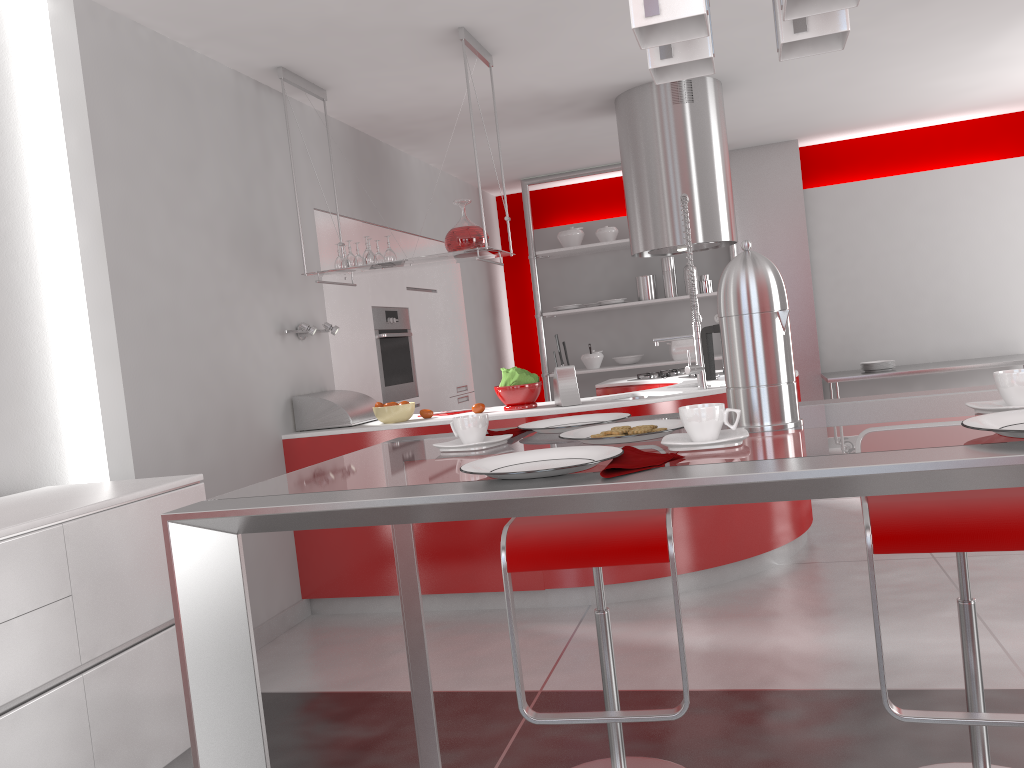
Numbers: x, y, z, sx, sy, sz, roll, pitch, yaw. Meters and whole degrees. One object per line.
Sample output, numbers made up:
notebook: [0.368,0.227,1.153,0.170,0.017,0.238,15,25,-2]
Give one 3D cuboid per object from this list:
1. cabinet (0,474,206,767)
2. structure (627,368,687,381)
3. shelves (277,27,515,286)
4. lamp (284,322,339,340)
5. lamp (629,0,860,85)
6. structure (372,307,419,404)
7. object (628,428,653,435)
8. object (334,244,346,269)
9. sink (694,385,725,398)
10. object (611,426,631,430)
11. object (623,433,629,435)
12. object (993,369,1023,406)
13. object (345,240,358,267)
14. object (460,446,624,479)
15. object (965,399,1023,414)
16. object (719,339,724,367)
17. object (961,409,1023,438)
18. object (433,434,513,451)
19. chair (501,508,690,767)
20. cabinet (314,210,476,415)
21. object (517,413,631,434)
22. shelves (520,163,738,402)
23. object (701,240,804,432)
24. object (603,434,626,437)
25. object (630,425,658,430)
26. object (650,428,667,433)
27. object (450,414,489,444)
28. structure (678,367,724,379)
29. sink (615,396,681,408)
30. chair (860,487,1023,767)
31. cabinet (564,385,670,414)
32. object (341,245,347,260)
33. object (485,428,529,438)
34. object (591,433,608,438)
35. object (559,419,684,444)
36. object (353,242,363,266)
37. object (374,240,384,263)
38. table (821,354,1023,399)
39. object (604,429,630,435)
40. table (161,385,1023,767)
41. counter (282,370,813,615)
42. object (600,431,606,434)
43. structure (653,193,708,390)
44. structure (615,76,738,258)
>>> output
cabinet: [-1.464,0.813,2.057,0.610,0.880,1.802,-6,2,16]
structure: [0.986,-0.067,5.673,0.457,0.037,0.303,-9,3,-44]
shelves: [-0.541,-1.039,4.273,0.934,1.023,0.462,-6,2,16]
lamp: [-0.995,-0.269,4.462,0.155,0.081,0.454,-6,2,16]
lamp: [0.287,-1.015,1.285,0.304,1.025,0.304,-6,2,16]
structure: [-0.722,-0.193,5.646,0.050,0.589,0.599,-6,2,16]
object: [0.203,0.074,1.398,0.034,0.006,0.036,-5,2,28]
object: [-0.844,-0.615,4.350,0.060,0.141,0.060,-6,2,16]
sink: [1.016,0.104,4.420,0.326,0.172,0.428,-8,3,-35]
object: [0.180,0.074,1.464,0.034,0.006,0.036,-6,2,4]
object: [0.191,0.079,1.437,0.036,0.006,0.034,-5,3,33]
object: [0.700,0.006,1.205,0.078,0.049,0.062,-5,3,38]
object: [-0.779,-0.620,4.280,0.060,0.141,0.060,-7,2,-8]
object: [0.039,0.105,1.167,0.217,0.015,0.217,-7,2,-9]
object: [0.696,0.030,1.211,0.119,0.016,0.119,-7,2,-4]
object: [1.322,-0.199,5.210,0.189,0.185,0.218,-7,2,-22]
object: [0.632,0.045,1.007,0.217,0.015,0.217,-5,3,40]
object: [-0.067,0.104,1.541,0.119,0.016,0.119,-5,3,35]
chair: [0.236,0.624,2.247,0.418,0.857,0.460,-6,2,11]
cabinet: [-0.924,0.020,6.028,0.614,2.026,2.398,-6,2,16]
object: [0.118,0.076,1.682,0.217,0.015,0.217,-8,3,-38]
shelves: [1.045,-0.545,7.413,1.735,2.599,0.535,-6,2,16]
object: [0.355,-0.075,1.357,0.149,0.287,0.113,-5,2,24]
object: [0.161,0.084,1.401,0.036,0.006,0.034,-7,2,-5]
object: [0.214,0.071,1.438,0.036,0.006,0.034,-5,3,39]
object: [0.230,0.075,1.428,0.034,0.006,0.036,-5,3,37]
object: [-0.077,0.081,1.542,0.078,0.049,0.062,-6,2,15]
structure: [1.237,-0.077,5.201,0.457,0.037,0.303,-7,2,-9]
sink: [0.595,0.161,4.181,0.326,0.172,0.428,-7,2,-23]
chair: [1.036,0.543,2.017,0.418,0.857,0.460,-6,2,20]
cabinet: [0.168,0.488,4.818,1.875,0.761,1.025,-8,3,-29]
object: [-0.832,-0.620,4.434,0.060,0.141,0.060,-6,2,16]
object: [-0.012,0.091,1.726,0.095,0.012,0.234,-6,2,16]
object: [0.146,0.084,1.440,0.036,0.006,0.034,-6,2,-1]
object: [0.183,0.079,1.428,0.217,0.015,0.217,-8,3,-37]
object: [-0.759,-0.626,4.382,0.060,0.141,0.060,-6,2,16]
object: [-0.659,-0.637,4.379,0.060,0.141,0.060,-6,2,16]
table: [3.260,0.194,6.761,1.627,0.682,0.749,-6,2,17]
object: [0.170,0.076,1.423,0.034,0.006,0.036,-8,3,-37]
table: [0.518,0.556,1.331,1.700,1.000,0.800,-6,2,16]
counter: [0.419,0.496,4.707,2.865,0.880,1.868,-8,3,-41]
object: [0.165,0.081,1.473,0.036,0.006,0.034,-6,2,16]
structure: [0.806,-0.432,4.148,0.308,0.920,0.178,-8,3,-31]
structure: [1.000,-1.292,5.411,0.644,0.958,0.644,-7,2,-18]
